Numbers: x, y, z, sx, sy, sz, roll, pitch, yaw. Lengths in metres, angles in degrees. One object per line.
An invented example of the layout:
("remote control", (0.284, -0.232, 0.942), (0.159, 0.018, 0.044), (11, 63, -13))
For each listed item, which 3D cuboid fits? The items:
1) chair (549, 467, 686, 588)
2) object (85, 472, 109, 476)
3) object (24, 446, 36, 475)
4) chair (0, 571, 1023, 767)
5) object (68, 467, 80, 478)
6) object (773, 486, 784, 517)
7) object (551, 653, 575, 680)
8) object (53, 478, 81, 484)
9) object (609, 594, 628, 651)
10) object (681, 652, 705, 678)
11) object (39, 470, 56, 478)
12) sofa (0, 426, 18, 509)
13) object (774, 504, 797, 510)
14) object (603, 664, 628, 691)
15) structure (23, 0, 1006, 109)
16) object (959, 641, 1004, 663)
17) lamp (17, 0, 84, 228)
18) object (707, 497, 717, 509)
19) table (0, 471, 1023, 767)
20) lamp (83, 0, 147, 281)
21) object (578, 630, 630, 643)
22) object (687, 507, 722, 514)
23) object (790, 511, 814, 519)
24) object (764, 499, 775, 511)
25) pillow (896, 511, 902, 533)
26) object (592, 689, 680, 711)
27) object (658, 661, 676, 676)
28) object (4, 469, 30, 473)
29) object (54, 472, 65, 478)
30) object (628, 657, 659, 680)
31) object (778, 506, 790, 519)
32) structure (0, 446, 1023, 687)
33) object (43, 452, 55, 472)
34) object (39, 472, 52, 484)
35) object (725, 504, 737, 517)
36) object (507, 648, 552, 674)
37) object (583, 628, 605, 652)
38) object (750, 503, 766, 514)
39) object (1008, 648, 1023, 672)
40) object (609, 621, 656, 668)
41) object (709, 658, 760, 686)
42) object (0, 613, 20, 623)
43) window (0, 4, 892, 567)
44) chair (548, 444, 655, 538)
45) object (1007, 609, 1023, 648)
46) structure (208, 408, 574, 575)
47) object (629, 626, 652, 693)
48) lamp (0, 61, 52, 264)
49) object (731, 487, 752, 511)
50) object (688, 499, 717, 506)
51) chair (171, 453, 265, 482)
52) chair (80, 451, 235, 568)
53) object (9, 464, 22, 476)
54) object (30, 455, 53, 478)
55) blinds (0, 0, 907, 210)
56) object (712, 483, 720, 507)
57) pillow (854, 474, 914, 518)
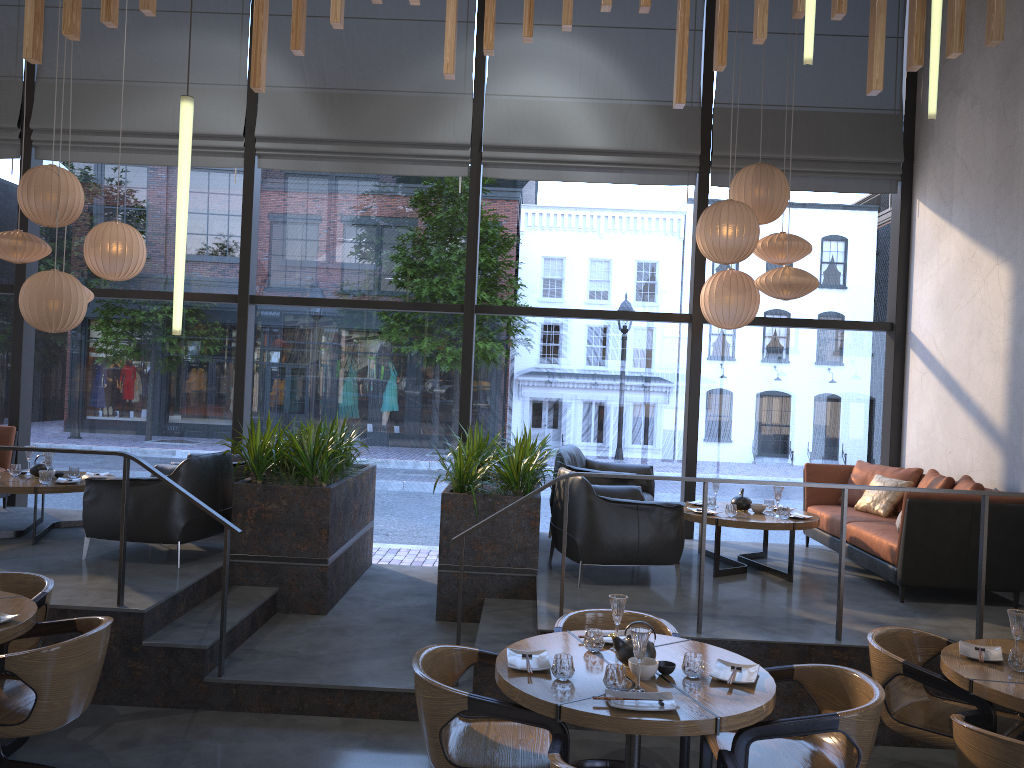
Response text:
("chair", (0.720, 0.987, 6.316), (0.833, 0.743, 1.030), (3, 0, -13))
("object", (-3.353, 0.738, 7.140), (0.170, 0.025, 0.294), (3, 0, -18))
("object", (-3.872, 0.613, 7.113), (0.082, 0.227, 0.082), (3, 0, -17))
("chair", (-1.741, 1.408, 2.481), (9.749, 0.759, 4.352), (3, 0, 3))
("object", (-3.474, 0.701, 7.033), (0.086, 0.086, 0.086), (3, 0, 5))
("object", (1.974, 0.873, 6.586), (0.082, 0.227, 0.082), (3, 0, 44))
("object", (0.194, 1.076, 3.367), (0.086, 0.086, 0.086), (3, 0, 26))
("object", (-3.362, 0.737, 6.711), (0.170, 0.025, 0.294), (3, 0, -18))
("object", (0.449, 1.017, 3.779), (0.082, 0.227, 0.082), (3, 0, 22))
("object", (0.708, 1.099, 3.464), (0.086, 0.086, 0.086), (3, 0, 4))
("object", (-3.604, 0.706, 6.873), (0.116, 0.065, 0.116), (3, 0, 31))
("sofa", (-4.958, 0.700, 7.014), (0.864, 0.811, 2.226), (3, 0, 1))
("object", (2.127, 0.982, 7.025), (0.170, 0.025, 0.294), (3, 0, -18))
("object", (0.380, 1.085, 3.268), (0.086, 0.086, 0.086), (3, 0, 26))
("structure", (-1.996, -1.182, 0.342), (10.399, 5.894, 10.127), (3, 0, 1))
("object", (2.067, 1.191, 3.909), (0.170, 0.025, 0.294), (3, 0, 27))
("lamp", (-3.569, -2.416, 6.951), (0.465, 2.374, 0.465), (3, 0, 24))
("object", (1.548, 0.925, 6.907), (0.086, 0.086, 0.086), (3, 0, 39))
("table", (-2.391, 1.275, 4.049), (10.659, 0.968, 6.876), (3, 0, 2))
("lamp", (-2.159, -2.354, 4.080), (0.468, 3.124, 6.999), (3, 0, -18))
("object", (0.434, 1.119, 3.912), (0.294, 0.025, 0.170), (3, 0, -14))
("object", (1.447, 0.952, 6.610), (0.170, 0.025, 0.294), (3, 0, -18))
("object", (2.118, 0.982, 6.595), (0.170, 0.025, 0.294), (3, 0, -18))
("object", (2.006, 0.946, 6.918), (0.086, 0.086, 0.086), (3, 0, 5))
("pillow", (2.860, 0.926, 6.339), (0.203, 0.263, 0.332), (3, 0, 21))
("object", (0.431, 1.118, 3.124), (0.294, 0.025, 0.170), (3, 0, -2))
("object", (0.602, 1.117, 3.475), (0.080, 0.042, 0.080), (3, 0, -35))
("object", (-3.969, 0.710, 7.210), (0.170, 0.025, 0.294), (3, 0, 37))
("object", (-3.564, 0.720, 6.975), (0.080, 0.042, 0.080), (3, 0, -14))
("object", (0.506, 1.101, 3.421), (0.116, 0.065, 0.116), (3, 0, -20))
("object", (1.997, 0.945, 6.505), (0.086, 0.086, 0.086), (3, 0, 5))
("structure", (-2.463, -0.430, 0.455), (11.718, 4.117, 9.054), (3, 0, 1))
("object", (-3.506, 0.629, 6.702), (0.082, 0.227, 0.082), (3, 0, 44))
("object", (-3.483, 0.700, 6.620), (0.086, 0.086, 0.086), (3, 0, 5))
("object", (1.610, 0.928, 6.513), (0.086, 0.086, 0.086), (3, 0, 5))
("object", (0.066, 1.102, 3.506), (0.170, 0.025, 0.294), (3, 0, -2))
("object", (0.346, 1.083, 3.744), (0.086, 0.086, 0.086), (3, 0, -17))
("object", (1.876, 0.951, 6.758), (0.116, 0.065, 0.116), (3, 0, 31))
("object", (2.137, 1.163, 3.732), (0.086, 0.086, 0.086), (3, 0, 24))
("object", (0.498, 1.044, 3.570), (0.168, 0.179, 0.163), (3, 0, 39))
("object", (0.869, 1.138, 3.470), (0.170, 0.025, 0.294), (3, 0, 21))
("object", (-2.245, 0.999, 3.710), (0.170, 0.025, 0.294), (3, 0, 21))
("window", (-2.595, -1.203, 1.841), (12.739, 5.897, 12.900), (3, 0, 1))
("chair", (0.769, 0.913, 7.541), (0.833, 0.743, 1.030), (3, 0, 16))
("object", (2.179, 1.095, 3.830), (0.082, 0.227, 0.082), (3, 0, -27))
("structure", (-5.394, 0.819, 2.647), (4.306, 1.608, 15.715), (3, 0, 40))
("object", (0.469, 1.018, 3.270), (0.082, 0.227, 0.082), (3, 0, -29))
("lamp", (-3.823, -2.079, 6.943), (0.467, 2.271, 0.467), (3, 0, -36))
("object", (1.777, 0.889, 6.866), (0.163, 0.179, 0.168), (3, 0, -33))
("object", (1.511, 0.955, 7.094), (0.170, 0.025, 0.294), (3, 0, 37))
("chair", (-2.458, 0.846, 7.561), (0.833, 0.743, 1.030), (3, 0, -13))
("chair", (-2.479, 0.844, 6.378), (0.833, 0.743, 1.030), (3, 0, 8))
("object", (-3.932, 0.681, 7.023), (0.086, 0.086, 0.086), (3, 0, 39))
("object", (-3.703, 0.644, 6.981), (0.163, 0.179, 0.168), (3, 0, -33))
("blinds", (-5.711, -3.139, 4.800), (8.760, 2.314, 17.610), (3, 0, 45))
("object", (1.607, 0.857, 6.997), (0.082, 0.227, 0.082), (3, 0, -17))
("pillow", (3.018, 0.906, 7.230), (0.289, 0.311, 0.393), (3, 0, -18))
